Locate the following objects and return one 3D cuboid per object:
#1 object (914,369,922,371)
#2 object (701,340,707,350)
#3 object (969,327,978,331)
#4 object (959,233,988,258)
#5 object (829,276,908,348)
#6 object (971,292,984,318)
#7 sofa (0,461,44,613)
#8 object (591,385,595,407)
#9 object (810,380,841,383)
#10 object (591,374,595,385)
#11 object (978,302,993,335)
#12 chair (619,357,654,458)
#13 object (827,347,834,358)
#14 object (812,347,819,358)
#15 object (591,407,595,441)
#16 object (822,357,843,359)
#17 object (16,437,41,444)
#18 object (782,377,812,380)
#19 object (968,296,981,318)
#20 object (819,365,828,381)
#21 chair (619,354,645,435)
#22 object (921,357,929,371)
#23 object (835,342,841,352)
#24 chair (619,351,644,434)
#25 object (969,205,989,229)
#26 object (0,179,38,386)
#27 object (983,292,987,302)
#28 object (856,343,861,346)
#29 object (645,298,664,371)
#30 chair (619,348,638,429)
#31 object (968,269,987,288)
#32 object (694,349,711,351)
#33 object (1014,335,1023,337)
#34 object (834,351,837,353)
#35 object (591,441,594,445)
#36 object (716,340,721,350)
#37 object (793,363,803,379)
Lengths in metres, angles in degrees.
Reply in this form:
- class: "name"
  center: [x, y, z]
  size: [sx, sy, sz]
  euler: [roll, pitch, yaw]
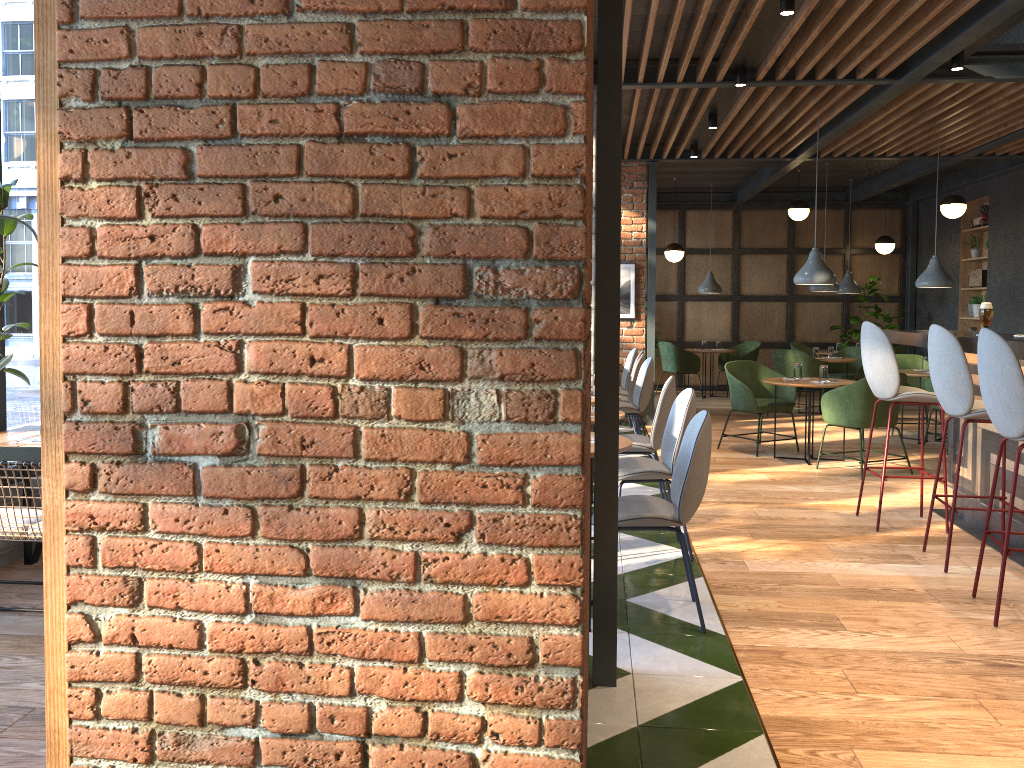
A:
- class: "object"
  center: [4.187, -0.141, 8.936]
  size: [0.242, 0.019, 0.158]
  euler: [1, 5, 5]
- class: "object"
  center: [2.790, -0.563, 12.876]
  size: [0.080, 0.138, 0.080]
  euler: [-1, 3, -16]
- class: "object"
  center: [6.004, -0.601, 11.406]
  size: [0.150, 0.257, 0.523]
  euler: [1, 5, 5]
- class: "object"
  center: [5.992, -1.784, 11.389]
  size: [0.174, 0.328, 0.538]
  euler: [-1, 4, -15]
- class: "object"
  center: [5.249, -0.700, 13.028]
  size: [1.057, 1.791, 0.723]
  euler: [1, 3, 16]
- class: "object"
  center: [5.991, -1.014, 11.361]
  size: [0.213, 0.329, 0.233]
  euler: [1, 3, 11]
- class: "sofa"
  center: [-1.928, 0.636, 3.598]
  size: [1.091, 0.731, 0.471]
  euler: [1, 3, 5]
- class: "object"
  center: [0.444, 0.078, 4.856]
  size: [0.080, 0.138, 0.080]
  euler: [-3, 4, -45]
- class: "object"
  center: [2.651, -0.022, 7.517]
  size: [0.243, 0.019, 0.158]
  euler: [-2, 6, -25]
- class: "object"
  center: [0.526, 0.003, 5.701]
  size: [0.080, 0.138, 0.080]
  euler: [-1, 3, -26]
- class: "object"
  center: [2.565, -0.355, 4.792]
  size: [0.070, 0.177, 0.070]
  euler: [1, 3, 9]
- class: "chair"
  center: [0.974, 0.207, 7.698]
  size: [0.507, 0.886, 0.419]
  euler: [0, 3, 2]
- class: "object"
  center: [3.987, -0.398, 11.078]
  size: [0.080, 0.138, 0.080]
  euler: [3, 4, 43]
- class: "object"
  center: [3.745, -0.386, 10.922]
  size: [0.080, 0.138, 0.080]
  euler: [3, 4, 43]
- class: "object"
  center: [0.339, 0.170, 3.817]
  size: [0.080, 0.138, 0.080]
  euler: [3, 4, 42]
- class: "object"
  center: [4.018, -0.332, 11.074]
  size: [0.157, 0.019, 0.243]
  euler: [-3, 6, -30]
- class: "object"
  center: [-2.109, 0.250, 3.999]
  size: [0.242, 0.019, 0.158]
  euler: [1, 5, 6]
- class: "object"
  center: [2.525, -0.050, 7.827]
  size: [0.243, 0.019, 0.158]
  euler: [-2, 6, -25]
- class: "object"
  center: [6.048, -1.016, 11.571]
  size: [0.173, 0.294, 0.190]
  euler: [-1, 3, -20]
- class: "object"
  center: [2.653, -0.090, 7.541]
  size: [0.080, 0.138, 0.080]
  euler: [0, 3, -12]
- class: "chair"
  center: [0.987, 0.156, 8.273]
  size: [0.507, 0.886, 0.419]
  euler: [1, 3, 12]
- class: "object"
  center: [4.165, -0.205, 8.911]
  size: [0.080, 0.138, 0.080]
  euler: [-2, 4, -32]
- class: "object"
  center: [4.618, -0.524, 12.530]
  size: [0.080, 0.138, 0.080]
  euler: [-1, 3, -17]
- class: "chair"
  center: [1.064, 0.106, 8.842]
  size: [0.508, 0.886, 0.419]
  euler: [1, 3, 12]
- class: "object"
  center: [6.020, -2.133, 11.294]
  size: [0.204, 0.284, 0.518]
  euler: [1, 4, 5]
- class: "object"
  center: [-2.099, 0.177, 2.845]
  size: [1.063, 1.769, 1.019]
  euler: [-1, 3, -26]
- class: "object"
  center: [5.970, -1.003, 11.122]
  size: [0.143, 0.349, 0.144]
  euler: [1, 3, 23]
- class: "object"
  center: [4.813, -0.505, 12.319]
  size: [0.080, 0.138, 0.080]
  euler: [1, 3, 13]
- class: "object"
  center: [1.812, -0.707, 13.334]
  size: [0.979, 1.719, 0.915]
  euler: [-1, 3, -29]
- class: "chair"
  center: [1.077, 0.058, 9.390]
  size: [0.507, 0.886, 0.419]
  euler: [0, 3, 2]
- class: "object"
  center: [6.040, -1.354, 11.371]
  size: [0.199, 0.241, 0.341]
  euler: [0, 4, 0]
- class: "object"
  center: [2.763, -0.497, 12.878]
  size: [0.157, 0.019, 0.243]
  euler: [-3, 6, -29]
- class: "object"
  center: [2.570, -0.252, 4.076]
  size: [0.322, 0.106, 1.514]
  euler: [1, 5, 9]
- class: "object"
  center: [4.612, -0.461, 12.559]
  size: [0.243, 0.019, 0.158]
  euler: [-4, 7, -40]
- class: "object"
  center: [0.358, 0.238, 3.795]
  size: [0.157, 0.019, 0.243]
  euler: [1, 5, 9]
- class: "object"
  center: [3.035, -0.576, 13.027]
  size: [0.080, 0.138, 0.080]
  euler: [-1, 3, -16]
- class: "object"
  center: [2.517, -0.114, 7.795]
  size: [0.080, 0.138, 0.080]
  euler: [0, 3, -12]
